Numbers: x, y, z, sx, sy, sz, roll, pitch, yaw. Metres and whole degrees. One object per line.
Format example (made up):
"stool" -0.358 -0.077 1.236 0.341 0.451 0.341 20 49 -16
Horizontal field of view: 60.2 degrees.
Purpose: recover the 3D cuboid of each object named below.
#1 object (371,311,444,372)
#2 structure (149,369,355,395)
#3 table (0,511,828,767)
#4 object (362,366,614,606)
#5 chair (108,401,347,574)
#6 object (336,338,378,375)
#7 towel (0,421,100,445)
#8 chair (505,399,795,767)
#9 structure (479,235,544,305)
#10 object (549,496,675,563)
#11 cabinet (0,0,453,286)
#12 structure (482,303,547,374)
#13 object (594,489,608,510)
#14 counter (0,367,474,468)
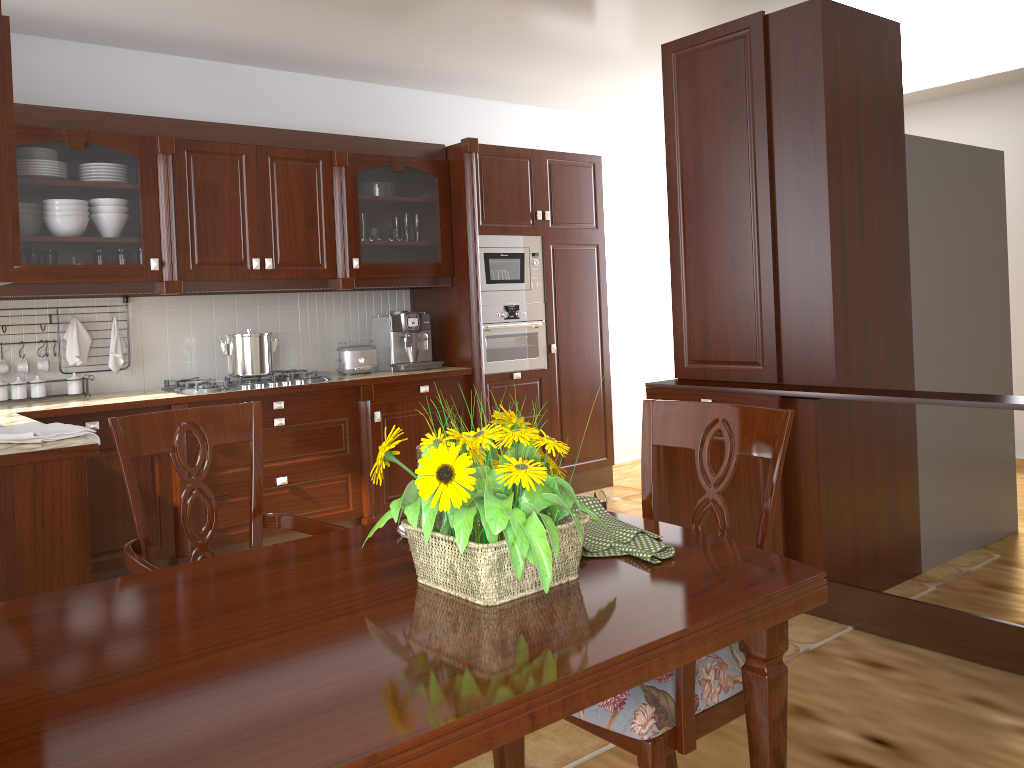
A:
"object" -0.574 -0.239 4.823 0.275 0.321 0.323 -4 3 -39
"structure" -1.248 -0.018 4.258 0.818 0.046 0.590 -7 7 -39
"table" -0.394 0.590 1.012 1.683 0.557 0.735 -6 5 -39
"object" -0.027 0.142 1.224 0.318 0.337 0.300 0 4 43
"chair" -0.573 0.436 1.824 0.405 0.745 0.459 -4 2 -42
"object" -0.812 -0.146 4.641 0.244 0.188 0.141 -5 3 -38
"towel" -1.391 0.162 2.610 0.329 0.097 0.345 -1 5 14
"chair" 0.239 0.427 1.525 0.460 0.745 0.404 -4 2 -38
"structure" -0.109 -0.645 5.057 0.496 0.385 0.316 -5 4 -39
"object" 0.101 0.219 1.516 0.167 0.056 0.529 -5 6 -25
"cabinet" -1.002 -0.770 3.438 2.789 0.777 1.369 -6 6 -39
"structure" 0.007 -0.259 4.939 0.496 0.374 0.041 -5 2 -39
"object" 0.095 0.218 1.562 0.146 0.046 0.046 -5 4 -25
"counter" -1.092 0.068 3.603 2.791 0.032 1.825 -7 7 -39
